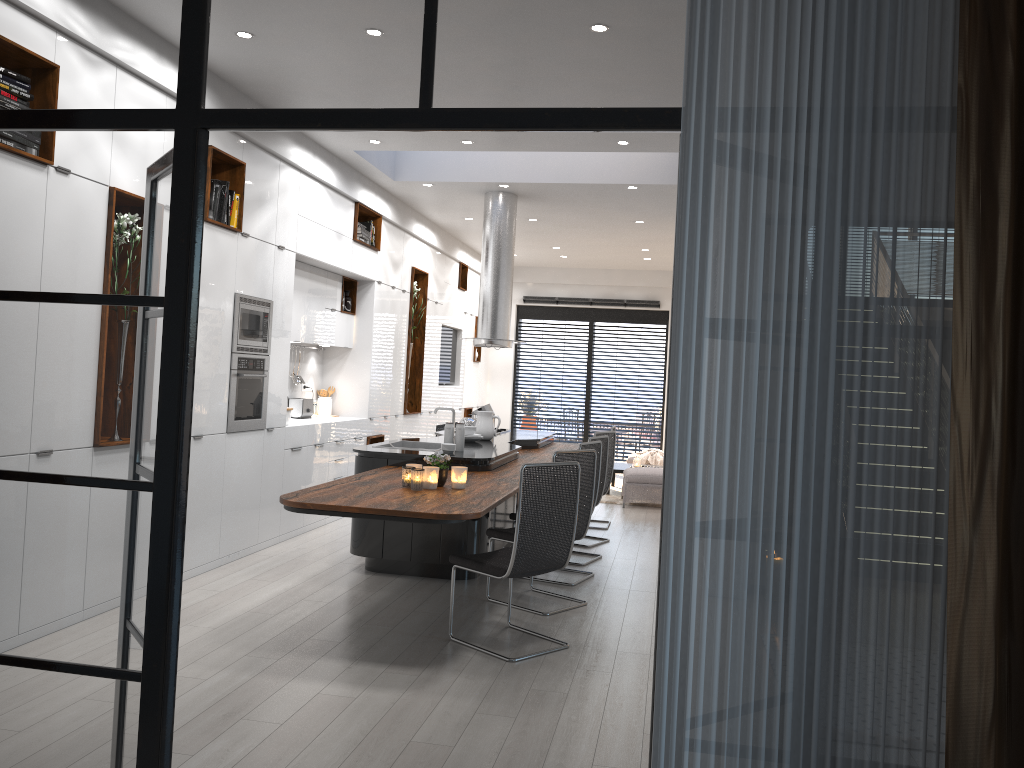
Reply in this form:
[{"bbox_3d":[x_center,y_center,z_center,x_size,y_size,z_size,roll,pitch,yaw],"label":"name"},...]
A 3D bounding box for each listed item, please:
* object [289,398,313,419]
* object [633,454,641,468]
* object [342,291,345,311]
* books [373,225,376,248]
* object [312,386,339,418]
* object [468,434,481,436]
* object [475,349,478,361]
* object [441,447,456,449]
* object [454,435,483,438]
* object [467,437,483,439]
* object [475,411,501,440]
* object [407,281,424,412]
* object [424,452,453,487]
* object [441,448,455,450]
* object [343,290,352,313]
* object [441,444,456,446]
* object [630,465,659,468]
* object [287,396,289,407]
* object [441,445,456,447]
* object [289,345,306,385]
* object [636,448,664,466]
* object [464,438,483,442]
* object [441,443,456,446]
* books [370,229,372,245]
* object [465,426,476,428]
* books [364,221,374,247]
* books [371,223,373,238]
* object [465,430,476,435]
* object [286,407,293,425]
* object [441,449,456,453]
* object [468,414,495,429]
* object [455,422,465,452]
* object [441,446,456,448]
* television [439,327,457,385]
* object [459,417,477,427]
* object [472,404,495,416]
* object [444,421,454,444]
[{"bbox_3d":[-2.046,0.236,8.610,0.177,0.195,0.260,3,0,11],"label":"object"},{"bbox_3d":[1.654,1.020,11.718,0.110,0.183,0.119,3,-1,16],"label":"object"},{"bbox_3d":[-1.768,-0.879,9.036,0.124,0.275,0.124,3,-1,-1],"label":"object"},{"bbox_3d":[-1.520,-1.532,9.258,0.210,0.267,0.026,3,-1,10],"label":"books"},{"bbox_3d":[-1.936,0.179,9.148,0.221,0.316,0.330,3,0,10],"label":"object"},{"bbox_3d":[-0.379,0.442,7.682,0.229,0.016,0.229,3,0,7],"label":"object"},{"bbox_3d":[-0.555,-0.680,14.131,0.480,0.626,0.315,3,-1,1],"label":"object"},{"bbox_3d":[-0.464,0.475,6.470,0.111,0.023,0.111,3,0,23],"label":"object"},{"bbox_3d":[-0.380,0.467,7.682,0.264,0.033,0.264,3,1,-43],"label":"object"},{"bbox_3d":[-0.381,0.474,7.682,0.264,0.033,0.264,3,1,-43],"label":"object"},{"bbox_3d":[-0.234,0.375,7.942,0.211,0.254,0.183,3,-1,45],"label":"object"},{"bbox_3d":[-1.255,-0.462,10.775,0.322,1.615,0.322,2,-1,36],"label":"object"},{"bbox_3d":[-0.434,0.500,5.228,0.151,0.206,0.157,3,-1,27],"label":"object"},{"bbox_3d":[-0.465,0.482,6.470,0.111,0.023,0.111,3,0,23],"label":"object"},{"bbox_3d":[-1.734,-0.857,9.227,0.123,0.231,0.123,3,-1,12],"label":"object"},{"bbox_3d":[-0.463,0.456,6.470,0.111,0.023,0.111,3,0,23],"label":"object"},{"bbox_3d":[1.718,1.100,11.895,0.333,0.030,0.583,3,0,-26],"label":"object"},{"bbox_3d":[-2.100,0.201,8.040,0.220,0.270,0.179,3,-1,-37],"label":"object"},{"bbox_3d":[-0.464,0.462,6.470,0.111,0.023,0.111,3,0,23],"label":"object"},{"bbox_3d":[-2.086,-0.182,8.603,0.069,0.389,0.320,3,-1,12],"label":"object"},{"bbox_3d":[2.043,1.118,12.945,0.418,0.355,0.760,3,0,18],"label":"object"},{"bbox_3d":[-0.381,0.480,7.681,0.264,0.033,0.264,3,1,-43],"label":"object"},{"bbox_3d":[-0.463,0.450,6.470,0.111,0.023,0.111,3,0,23],"label":"object"},{"bbox_3d":[-1.539,-1.527,9.122,0.194,0.273,0.025,3,-1,10],"label":"books"},{"bbox_3d":[-0.376,0.394,7.683,0.138,0.051,0.138,3,0,-9],"label":"object"},{"bbox_3d":[-1.538,-1.537,9.181,0.253,0.312,0.030,3,-1,10],"label":"books"},{"bbox_3d":[-1.551,-1.535,9.153,0.217,0.272,0.030,3,-1,10],"label":"books"},{"bbox_3d":[-0.378,0.423,7.683,0.138,0.051,0.138,3,0,-9],"label":"object"},{"bbox_3d":[-2.052,0.268,7.485,0.380,0.148,0.263,3,0,10],"label":"object"},{"bbox_3d":[-0.465,0.488,6.470,0.111,0.023,0.111,3,0,23],"label":"object"},{"bbox_3d":[-0.299,0.392,9.180,0.252,0.147,0.266,3,0,-37],"label":"object"},{"bbox_3d":[-0.389,0.393,6.615,0.071,0.219,0.071,2,-1,36],"label":"object"},{"bbox_3d":[-0.464,0.469,6.470,0.111,0.023,0.111,3,0,23],"label":"object"},{"bbox_3d":[-0.959,-0.395,12.573,0.050,0.805,1.187,3,0,10],"label":"television"},{"bbox_3d":[-0.395,0.404,8.315,0.211,0.174,0.211,3,0,17],"label":"object"},{"bbox_3d":[-0.302,0.305,9.181,0.256,0.212,0.249,3,0,-44],"label":"object"},{"bbox_3d":[-0.471,0.389,6.621,0.071,0.219,0.071,3,-1,-26],"label":"object"}]
